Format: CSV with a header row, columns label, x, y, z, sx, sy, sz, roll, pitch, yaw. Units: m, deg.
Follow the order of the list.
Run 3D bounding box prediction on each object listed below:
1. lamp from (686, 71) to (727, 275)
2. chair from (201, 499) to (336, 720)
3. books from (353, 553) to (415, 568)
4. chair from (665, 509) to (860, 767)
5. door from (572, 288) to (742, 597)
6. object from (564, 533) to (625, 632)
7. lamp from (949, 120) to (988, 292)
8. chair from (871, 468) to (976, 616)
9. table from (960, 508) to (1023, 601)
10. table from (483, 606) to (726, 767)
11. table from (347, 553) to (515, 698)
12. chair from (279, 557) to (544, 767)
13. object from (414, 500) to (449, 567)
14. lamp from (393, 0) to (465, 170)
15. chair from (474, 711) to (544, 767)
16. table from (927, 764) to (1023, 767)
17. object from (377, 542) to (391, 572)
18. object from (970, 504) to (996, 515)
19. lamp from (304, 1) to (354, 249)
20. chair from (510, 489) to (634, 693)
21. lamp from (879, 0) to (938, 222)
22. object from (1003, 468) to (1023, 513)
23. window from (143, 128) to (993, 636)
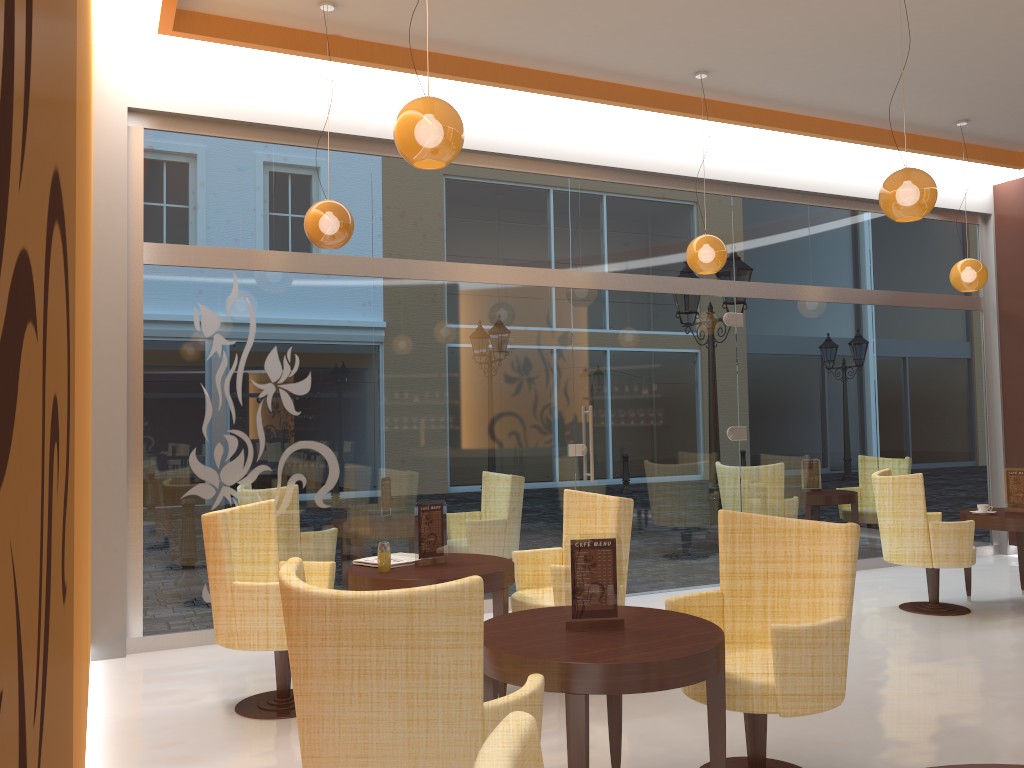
label,x,y,z,sx,sy,sz,roll,pitch,yaw
lamp,1.423,-1.567,6.570,0.299,1.500,0.299,-3,-4,39
chair,-1.227,1.131,4.560,0.685,1.017,0.729,-1,-3,7
books,-0.633,0.945,4.754,0.273,0.028,0.339,-3,-4,40
chair,0.987,1.039,3.505,0.685,1.017,0.729,0,-3,-28
door,1.243,0.480,7.417,1.640,2.499,0.020,0,-3,-25
object,0.290,0.696,3.127,0.209,0.335,0.042,-1,-3,-7
lamp,3.963,-1.557,7.748,0.299,1.500,0.299,-3,-3,33
chair,3.043,1.147,6.541,0.685,1.017,0.729,-1,-3,7
table,3.854,1.306,6.626,0.872,0.679,0.874,-2,-3,22
table,0.303,1.202,3.094,0.872,0.679,0.874,-2,-3,12
table,-0.417,1.289,4.645,0.872,0.679,0.874,-2,-3,22
chair,-0.293,1.017,2.546,0.729,1.017,0.685,-3,-3,33
object,-0.426,0.783,4.670,0.209,0.335,0.042,1,-4,-42
lamp,-0.360,-1.669,3.761,0.299,1.500,0.299,0,-3,-25
chair,0.318,0.929,0.950,0.685,1.017,0.729,1,-3,-37
table,0.978,1.107,1.392,0.872,0.679,0.874,-1,-3,7
object,-0.642,0.871,4.457,0.067,0.148,0.067,-1,-3,-1
object,3.522,0.938,6.633,0.153,0.069,0.153,0,-3,-24
lamp,-1.117,-1.576,5.392,0.299,1.500,0.299,0,-3,-25
chair,0.332,1.119,4.918,0.685,1.017,0.729,0,-3,-22
lamp,2.180,-1.659,4.940,0.299,1.500,0.299,0,-3,-14
object,3.826,0.802,6.690,0.209,0.335,0.042,-3,-4,40
window,1.233,-0.019,7.441,8.200,3.380,0.040,0,-3,-25
